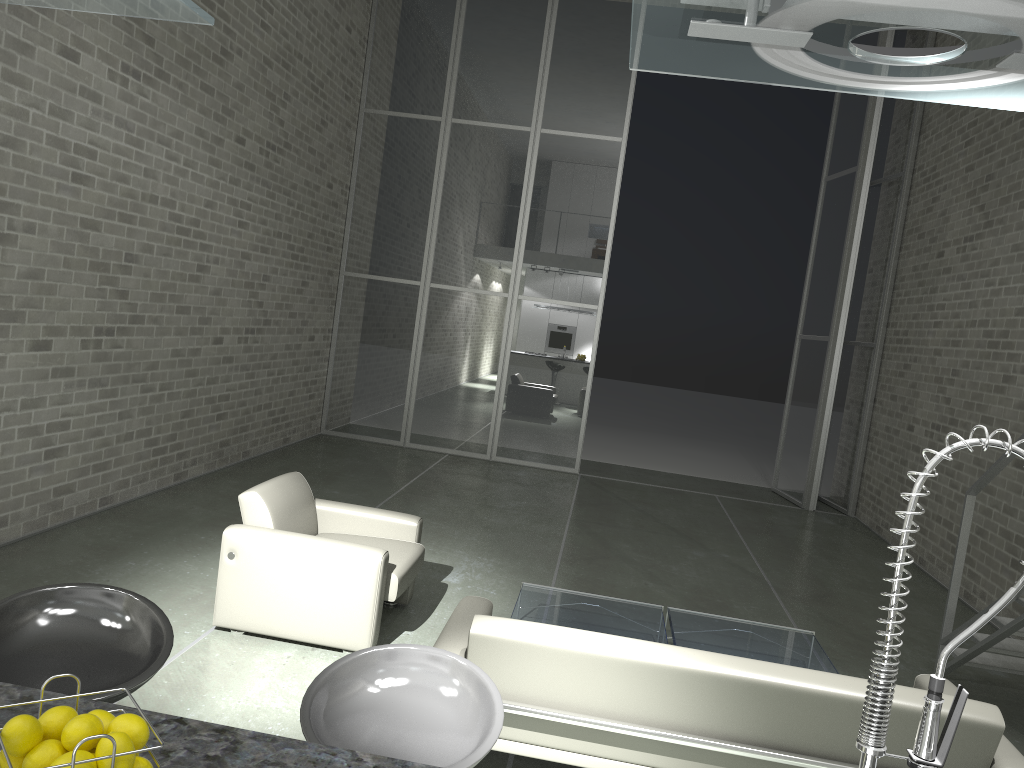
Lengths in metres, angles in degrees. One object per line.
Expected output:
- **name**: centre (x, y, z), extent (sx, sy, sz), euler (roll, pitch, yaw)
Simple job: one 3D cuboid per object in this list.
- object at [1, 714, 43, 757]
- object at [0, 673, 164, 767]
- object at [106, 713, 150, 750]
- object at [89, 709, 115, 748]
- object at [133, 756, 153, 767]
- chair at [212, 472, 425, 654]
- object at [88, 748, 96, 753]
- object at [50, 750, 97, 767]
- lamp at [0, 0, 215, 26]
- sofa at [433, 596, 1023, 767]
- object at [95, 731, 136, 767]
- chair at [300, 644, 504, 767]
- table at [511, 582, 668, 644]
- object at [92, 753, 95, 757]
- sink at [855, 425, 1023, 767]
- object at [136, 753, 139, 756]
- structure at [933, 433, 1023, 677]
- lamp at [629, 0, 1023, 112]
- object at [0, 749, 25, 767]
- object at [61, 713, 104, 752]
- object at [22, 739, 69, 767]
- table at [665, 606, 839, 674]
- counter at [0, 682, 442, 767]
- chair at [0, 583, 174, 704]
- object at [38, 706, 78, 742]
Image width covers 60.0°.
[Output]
- **object**: centre (-0.678, 0.487, 1.228), extent (0.050, 0.060, 0.059), euler (8, 4, -4)
- **object**: centre (-0.622, 0.534, 1.254), extent (0.189, 0.174, 0.207), euler (4, 6, -39)
- **object**: centre (-0.552, 0.502, 1.274), extent (0.063, 0.051, 0.053), euler (12, 6, 43)
- **object**: centre (-0.613, 0.514, 1.320), extent (0.061, 0.052, 0.053), euler (9, 4, 9)
- **object**: centre (-0.531, 0.551, 1.245), extent (0.053, 0.051, 0.063), euler (5, 5, -35)
- **chair**: centre (-0.974, 0.928, 4.847), extent (0.910, 0.717, 0.963), euler (8, 4, 6)
- **object**: centre (-0.620, 0.557, 1.350), extent (0.061, 0.054, 0.052), euler (6, 5, -27)
- **object**: centre (-0.589, 0.520, 1.189), extent (0.053, 0.051, 0.063), euler (12, 6, 41)
- **lamp**: centre (-1.004, -0.957, 0.851), extent (1.490, 0.964, 0.290), euler (8, 4, 6)
- **sofa**: centre (0.740, 1.271, 3.449), extent (2.114, 0.717, 0.902), euler (8, 4, 6)
- **object**: centre (-0.546, 0.511, 1.222), extent (0.052, 0.060, 0.057), euler (7, 5, -16)
- **chair**: centre (-0.304, 1.128, 2.026), extent (0.457, 0.931, 0.464), euler (9, 5, 20)
- **table**: centre (0.397, 1.354, 4.707), extent (0.820, 0.270, 0.800), euler (8, 4, 6)
- **object**: centre (-0.587, 0.543, 1.233), extent (0.064, 0.053, 0.051), euler (8, 4, -1)
- **sink**: centre (0.456, 0.566, 0.908), extent (0.987, 1.023, 0.546), euler (8, 4, 6)
- **object**: centre (-0.575, 0.543, 1.288), extent (0.062, 0.053, 0.052), euler (5, 5, -32)
- **structure**: centre (2.982, -0.165, 2.925), extent (0.902, 4.246, 4.345), euler (8, 4, 6)
- **lamp**: centre (0.901, -0.679, 0.646), extent (1.490, 0.964, 0.290), euler (8, 4, 6)
- **object**: centre (-0.695, 0.532, 1.249), extent (0.053, 0.054, 0.061), euler (12, 6, 42)
- **object**: centre (-0.606, 0.493, 1.251), extent (0.051, 0.053, 0.063), euler (8, 4, -2)
- **object**: centre (-0.644, 0.522, 1.227), extent (0.055, 0.051, 0.061), euler (7, 4, -10)
- **table**: centre (1.222, 1.474, 4.618), extent (0.820, 0.270, 0.800), euler (8, 4, 6)
- **counter**: centre (-0.280, 1.164, 1.143), extent (4.400, 0.960, 0.900), euler (8, 4, 6)
- **chair**: centre (-1.106, 1.008, 2.147), extent (0.457, 0.931, 0.464), euler (7, 4, -13)
- **object**: centre (-0.664, 0.497, 1.294), extent (0.051, 0.053, 0.063), euler (9, 4, 9)
